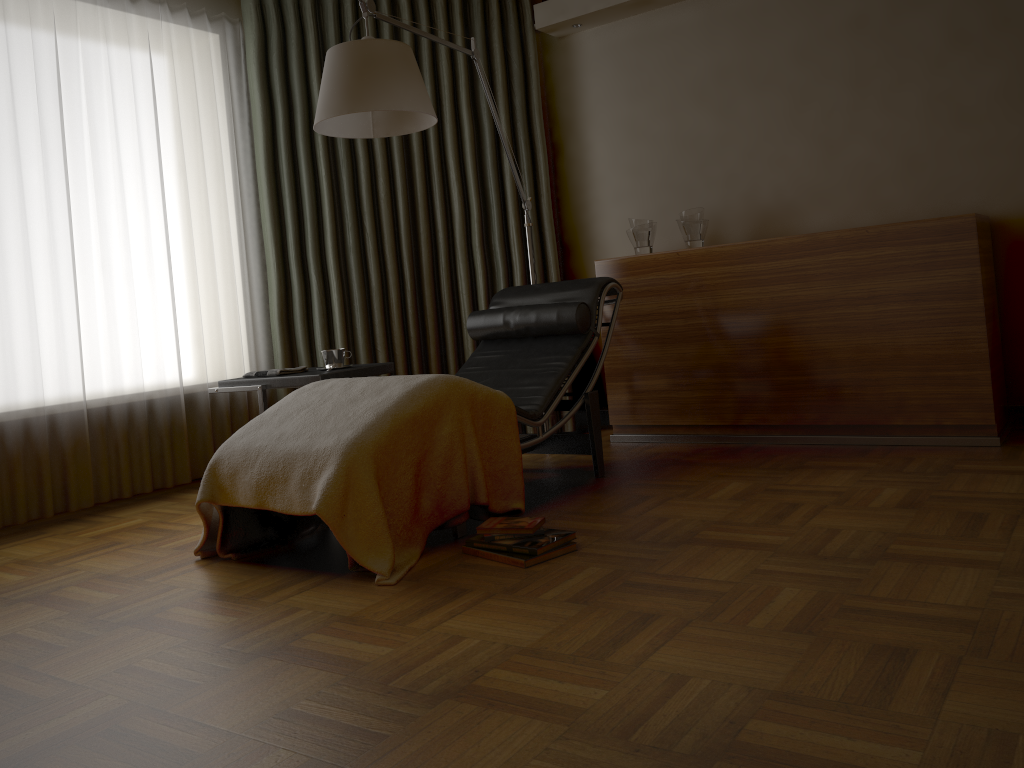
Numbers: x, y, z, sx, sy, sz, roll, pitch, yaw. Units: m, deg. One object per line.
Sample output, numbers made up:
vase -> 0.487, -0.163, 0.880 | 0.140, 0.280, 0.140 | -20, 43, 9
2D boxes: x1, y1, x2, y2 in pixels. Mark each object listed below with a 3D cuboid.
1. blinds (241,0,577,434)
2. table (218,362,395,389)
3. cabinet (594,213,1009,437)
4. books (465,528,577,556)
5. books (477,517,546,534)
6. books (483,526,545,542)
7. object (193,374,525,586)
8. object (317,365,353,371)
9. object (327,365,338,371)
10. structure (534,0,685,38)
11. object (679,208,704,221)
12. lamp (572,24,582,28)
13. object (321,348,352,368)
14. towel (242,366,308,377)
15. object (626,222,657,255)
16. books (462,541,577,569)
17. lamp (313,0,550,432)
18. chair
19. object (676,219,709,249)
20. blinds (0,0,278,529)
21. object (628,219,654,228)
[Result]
blinds -> -0.536, -0.894, 4.638 | 1.534, 2.452, 0.224 | -6, 0, -10
table -> -0.842, -0.031, 3.660 | 0.516, 0.045, 0.502 | -3, 5, 26
cabinet -> 1.245, -0.227, 4.019 | 1.669, 0.861, 0.417 | -3, 2, 35
books -> 0.026, 0.449, 2.557 | 0.264, 0.020, 0.190 | -1, 6, 39
books -> -0.002, 0.413, 2.579 | 0.172, 0.018, 0.124 | -4, 5, 19
books -> 0.002, 0.430, 2.586 | 0.173, 0.018, 0.124 | -6, 5, -6
object -> -0.499, 0.249, 2.893 | 0.914, 0.520, 0.914 | -3, 4, 35
object -> -0.728, -0.066, 3.633 | 0.149, 0.009, 0.151 | -1, 6, 40
object -> -0.724, -0.065, 3.532 | 0.029, 0.019, 0.124 | -5, 5, 4
structure -> 1.086, -1.998, 4.188 | 2.172, 0.130, 0.275 | -2, 5, 35
object -> 0.860, -0.756, 4.202 | 0.122, 0.150, 0.123 | -5, 2, 15
lamp -> 0.797, -1.933, 4.383 | 1.154, 0.028, 0.050 | -2, 5, 35
object -> -0.728, -0.103, 3.638 | 0.097, 0.078, 0.111 | -3, 4, 37
towel -> -0.963, -0.048, 3.624 | 0.240, 0.035, 0.180 | -1, 6, 39
object -> 0.645, -0.711, 4.356 | 0.156, 0.154, 0.156 | -6, 2, -8
books -> 0.020, 0.472, 2.542 | 0.201, 0.022, 0.279 | -9, 6, -40
lamp -> -0.153, -0.537, 3.596 | 0.450, 1.966, 1.422 | -5, 1, 39
chair -> -0.198, 0.035, 3.317 | 0.633, 0.796, 1.799 | -4, 4, 35
object -> 0.863, -0.718, 4.202 | 0.155, 0.154, 0.156 | -4, 3, 26
blinds -> -1.901, -0.621, 3.664 | 0.092, 2.289, 2.208 | -6, 2, 35
object -> 0.641, -0.749, 4.356 | 0.122, 0.150, 0.123 | -5, 2, 17
